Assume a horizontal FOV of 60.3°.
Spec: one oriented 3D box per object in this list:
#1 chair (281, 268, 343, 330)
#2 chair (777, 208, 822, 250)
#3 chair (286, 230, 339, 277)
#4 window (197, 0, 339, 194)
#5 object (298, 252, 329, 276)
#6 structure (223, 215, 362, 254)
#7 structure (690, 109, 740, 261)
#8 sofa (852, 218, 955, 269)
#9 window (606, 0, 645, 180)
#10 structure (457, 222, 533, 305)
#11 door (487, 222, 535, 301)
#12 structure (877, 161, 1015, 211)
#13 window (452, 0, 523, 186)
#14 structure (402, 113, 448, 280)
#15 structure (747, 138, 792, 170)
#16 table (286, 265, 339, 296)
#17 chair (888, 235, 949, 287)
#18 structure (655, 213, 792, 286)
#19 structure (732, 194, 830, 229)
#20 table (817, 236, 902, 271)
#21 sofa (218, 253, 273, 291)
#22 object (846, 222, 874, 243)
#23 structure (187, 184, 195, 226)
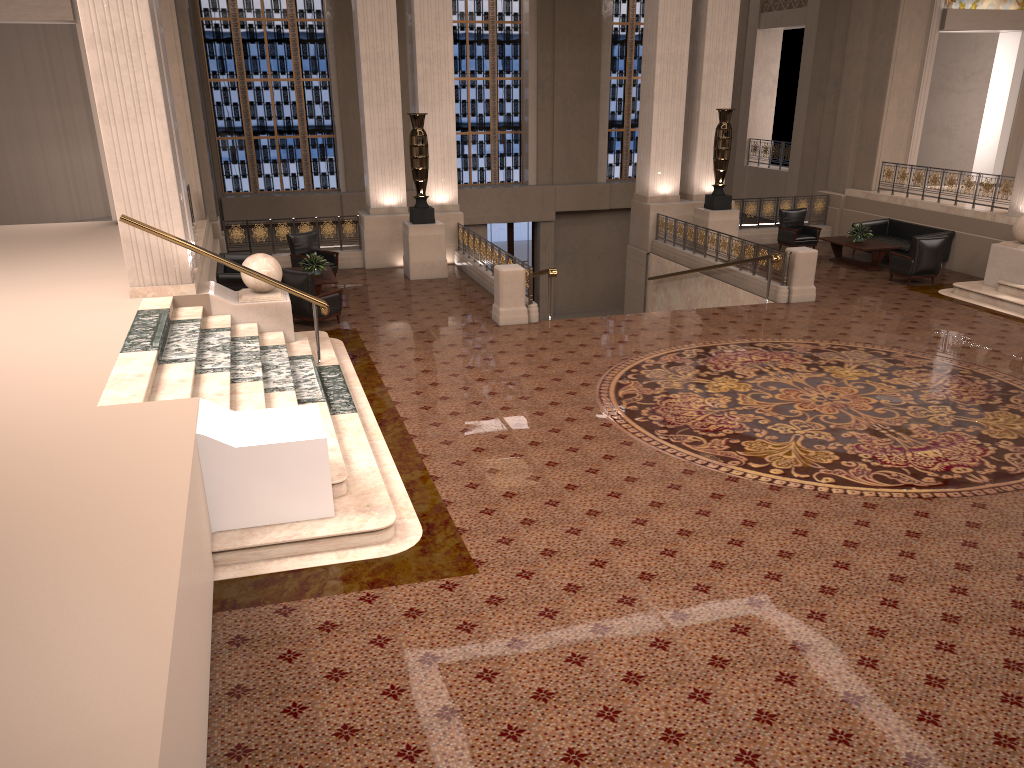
[{"bbox_3d":[-2.943,-1.285,12.935,0.639,0.880,0.697,14,26,31],"label":"chair"},{"bbox_3d":[5.966,-3.192,18.358,0.644,0.880,0.692,-9,23,-19],"label":"chair"},{"bbox_3d":[-3.579,-2.283,15.878,0.706,0.880,0.632,16,27,36],"label":"chair"},{"bbox_3d":[-6.062,-7.625,22.091,2.978,5.590,0.067,-6,24,-14],"label":"window"},{"bbox_3d":[-3.199,-1.938,14.189,0.500,0.392,0.505,6,21,15],"label":"object"},{"bbox_3d":[-4.173,-2.839,16.851,2.527,0.683,0.031,-5,24,-14],"label":"structure"},{"bbox_3d":[4.075,-3.907,17.356,0.698,2.909,0.673,-7,24,-15],"label":"structure"},{"bbox_3d":[7.540,-2.736,17.200,0.872,0.737,1.852,-6,20,-15],"label":"sofa"},{"bbox_3d":[3.915,-8.575,24.679,2.978,5.590,0.067,-6,24,-14],"label":"window"},{"bbox_3d":[-0.372,-2.165,15.144,0.079,0.560,4.756,-7,20,-15],"label":"structure"},{"bbox_3d":[-0.050,-3.298,25.252,1.486,2.842,0.149,-6,24,-14],"label":"door"},{"bbox_3d":[8.299,-3.833,17.027,0.032,0.651,3.560,-7,20,-15],"label":"structure"},{"bbox_3d":[-1.159,-8.092,23.363,2.978,5.590,0.067,-6,24,-14],"label":"window"},{"bbox_3d":[-1.623,-3.365,15.877,0.698,2.909,0.673,-7,24,-15],"label":"structure"},{"bbox_3d":[6.645,-5.907,22.651,0.031,0.696,2.077,-7,20,-15],"label":"structure"},{"bbox_3d":[-3.324,-1.573,14.434,0.836,0.454,1.421,-6,20,-15],"label":"table"},{"bbox_3d":[7.063,-2.188,15.385,0.645,0.880,0.691,-6,22,-15],"label":"chair"},{"bbox_3d":[3.695,-2.552,16.199,0.079,0.560,4.758,-7,20,-16],"label":"structure"},{"bbox_3d":[5.863,-3.794,19.454,2.526,0.683,0.031,-6,24,-14],"label":"structure"},{"bbox_3d":[6.659,-2.522,17.024,0.836,0.454,1.421,-6,20,-15],"label":"table"},{"bbox_3d":[-4.209,-1.618,14.152,0.872,0.737,1.852,-6,20,-15],"label":"sofa"},{"bbox_3d":[6.647,-2.907,16.839,0.500,0.392,0.505,6,21,15],"label":"object"},{"bbox_3d":[-5.017,-2.566,13.573,0.032,0.651,3.560,-7,20,-15],"label":"structure"}]
